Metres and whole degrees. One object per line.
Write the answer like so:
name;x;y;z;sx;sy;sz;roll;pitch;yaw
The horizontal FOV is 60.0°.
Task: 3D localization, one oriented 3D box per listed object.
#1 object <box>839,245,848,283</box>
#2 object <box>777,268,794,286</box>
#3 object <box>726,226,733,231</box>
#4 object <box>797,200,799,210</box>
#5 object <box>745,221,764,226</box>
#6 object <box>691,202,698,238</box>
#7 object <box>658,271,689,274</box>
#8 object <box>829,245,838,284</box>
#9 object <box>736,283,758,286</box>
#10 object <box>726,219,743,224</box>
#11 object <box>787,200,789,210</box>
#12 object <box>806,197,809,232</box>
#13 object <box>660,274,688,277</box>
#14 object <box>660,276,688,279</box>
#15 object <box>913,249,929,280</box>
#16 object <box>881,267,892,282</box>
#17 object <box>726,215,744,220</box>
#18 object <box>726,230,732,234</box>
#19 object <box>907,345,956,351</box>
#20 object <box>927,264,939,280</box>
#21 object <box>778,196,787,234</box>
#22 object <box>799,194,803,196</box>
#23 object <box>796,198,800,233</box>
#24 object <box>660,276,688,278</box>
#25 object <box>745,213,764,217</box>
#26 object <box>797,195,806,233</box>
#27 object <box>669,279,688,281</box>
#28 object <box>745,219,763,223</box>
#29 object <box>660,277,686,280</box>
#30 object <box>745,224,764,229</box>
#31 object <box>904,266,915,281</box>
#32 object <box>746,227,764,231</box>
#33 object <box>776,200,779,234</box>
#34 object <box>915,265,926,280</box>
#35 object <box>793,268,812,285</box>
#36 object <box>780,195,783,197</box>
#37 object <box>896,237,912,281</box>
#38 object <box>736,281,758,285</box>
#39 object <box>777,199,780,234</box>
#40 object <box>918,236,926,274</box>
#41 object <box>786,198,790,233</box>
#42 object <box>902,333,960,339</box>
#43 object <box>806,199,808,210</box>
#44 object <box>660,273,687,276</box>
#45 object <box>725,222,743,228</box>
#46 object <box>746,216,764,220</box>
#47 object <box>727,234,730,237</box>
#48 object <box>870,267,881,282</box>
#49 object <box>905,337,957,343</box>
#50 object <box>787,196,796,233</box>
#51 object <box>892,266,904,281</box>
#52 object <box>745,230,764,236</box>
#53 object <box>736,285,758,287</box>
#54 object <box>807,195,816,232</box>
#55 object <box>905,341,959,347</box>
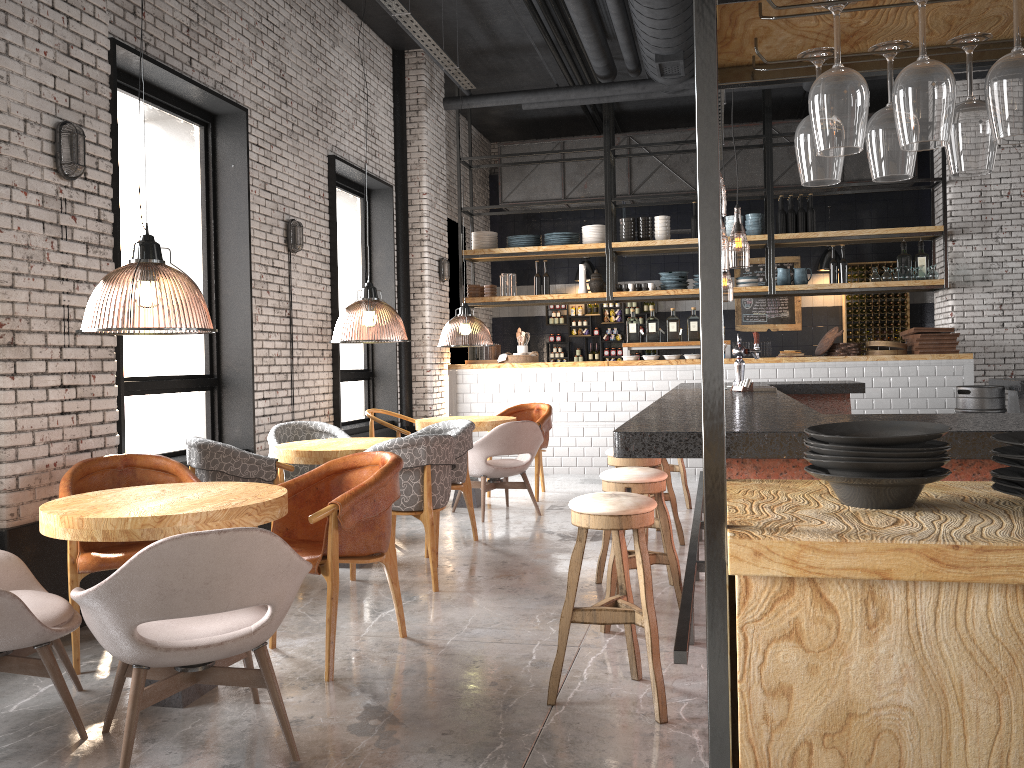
object;3.900;-1.399;10.443;0.098;0.471;0.098;-1;0;21
object;3.263;-1.268;10.573;0.198;0.230;0.166;-1;1;19
object;2.690;-1.862;10.706;0.210;0.074;0.210;-2;1;-12
object;3.461;-1.990;10.675;0.098;0.458;0.098;-1;0;-9
object;2.904;-1.889;10.630;0.219;0.092;0.218;-2;2;-41
object;2.221;-1.972;10.761;0.098;0.471;0.098;-1;0;35
object;1.983;-1.345;10.871;0.373;0.050;0.373;0;2;35
object;3.795;-1.398;10.467;0.098;0.471;0.098;-1;0;1
object;2.829;-1.188;10.677;0.263;0.037;0.263;-2;1;-13
object;2.685;-1.948;10.700;0.210;0.076;0.210;-2;1;-12
object;3.352;-1.989;10.701;0.098;0.458;0.098;-1;0;35
object;3.535;-1.988;10.519;0.098;0.458;0.098;-1;0;-9
object;1.984;-1.311;10.871;0.335;0.036;0.335;-1;1;2
object;1.986;-1.284;10.873;0.334;0.052;0.334;0;2;30
object;4.746;-1.377;10.280;0.157;0.405;0.106;-1;0;17
object;4.303;-1.258;10.186;0.118;0.181;0.118;-2;1;-28
object;2.687;-1.991;10.700;0.210;0.074;0.210;-1;1;18
object;2.688;-1.818;10.703;0.210;0.069;0.210;-2;1;-21
object;4.636;-0.396;9.828;0.405;0.044;0.636;-1;1;16
object;4.771;-1.264;10.047;0.118;0.181;0.118;-1;1;37
object;3.186;-1.979;10.461;0.098;0.458;0.098;-1;0;35
object;3.395;-2.208;10.411;0.046;0.031;0.046;-1;1;-9
object;3.430;-1.986;10.544;0.098;0.458;0.098;-1;0;-9
object;1.985;-1.296;10.872;0.335;0.035;0.335;-2;1;-12
object;2.907;-1.985;10.629;0.218;0.091;0.218;0;1;30
object;3.400;-1.982;10.412;0.098;0.458;0.098;-1;0;-9
object;1.985;-1.255;10.872;0.334;0.039;0.335;-1;1;13
object;2.903;-1.921;10.630;0.219;0.092;0.218;-2;2;-36
object;1.987;-1.269;10.873;0.334;0.052;0.335;-2;2;-39
object;2.903;-1.857;10.626;0.218;0.092;0.219;-1;1;3
object;4.541;-1.261;10.135;0.118;0.181;0.118;-1;1;-11
object;2.913;-1.825;10.626;0.218;0.093;0.219;-1;1;-4
object;3.247;-1.993;10.725;0.098;0.471;0.098;-1;0;35
object;4.663;-1.264;10.126;0.118;0.181;0.118;-1;1;-3
object;3.434;-1.270;10.521;0.166;0.230;0.198;-1;1;-16
object;3.181;-2.205;10.460;0.046;0.031;0.046;-1;1;-9
object;4.558;-1.448;10.308;0.157;0.554;0.106;-1;0;17
object;2.829;-1.206;10.678;0.265;0.038;0.265;0;2;36
object;3.216;-1.983;10.593;0.098;0.458;0.098;-1;0;35
object;4.743;-1.453;10.275;0.140;0.550;0.097;-1;0;17
object;3.321;-1.985;10.569;0.098;0.458;0.098;-1;0;35
object;4.633;-0.529;9.827;0.405;0.044;0.636;-1;1;7
object;3.566;-1.992;10.651;0.098;0.458;0.098;-1;0;-9
object;1.986;-1.325;10.872;0.334;0.048;0.335;-1;1;0
object;2.684;-1.905;10.702;0.210;0.078;0.210;0;2;35
object;2.912;-1.954;10.626;0.218;0.096;0.219;-1;1;-3
object;2.691;-1.774;10.704;0.210;0.065;0.210;0;2;31
object;4.188;-1.256;10.231;0.118;0.181;0.118;-1;1;-23
object;4.634;-0.485;9.828;0.405;0.044;0.636;-1;1;14
object;3.291;-1.981;10.437;0.098;0.458;0.098;-1;0;35
object;4.420;-1.259;10.149;0.118;0.181;0.118;-2;1;-44
object;2.908;-1.792;10.627;0.219;0.085;0.219;-2;1;-18
object;2.830;-1.165;10.677;0.263;0.026;0.263;-3;2;-42
object;3.505;-1.984;10.388;0.098;0.458;0.098;-1;0;-9
object;4.635;-0.440;9.828;0.405;0.044;0.636;-1;1;10
